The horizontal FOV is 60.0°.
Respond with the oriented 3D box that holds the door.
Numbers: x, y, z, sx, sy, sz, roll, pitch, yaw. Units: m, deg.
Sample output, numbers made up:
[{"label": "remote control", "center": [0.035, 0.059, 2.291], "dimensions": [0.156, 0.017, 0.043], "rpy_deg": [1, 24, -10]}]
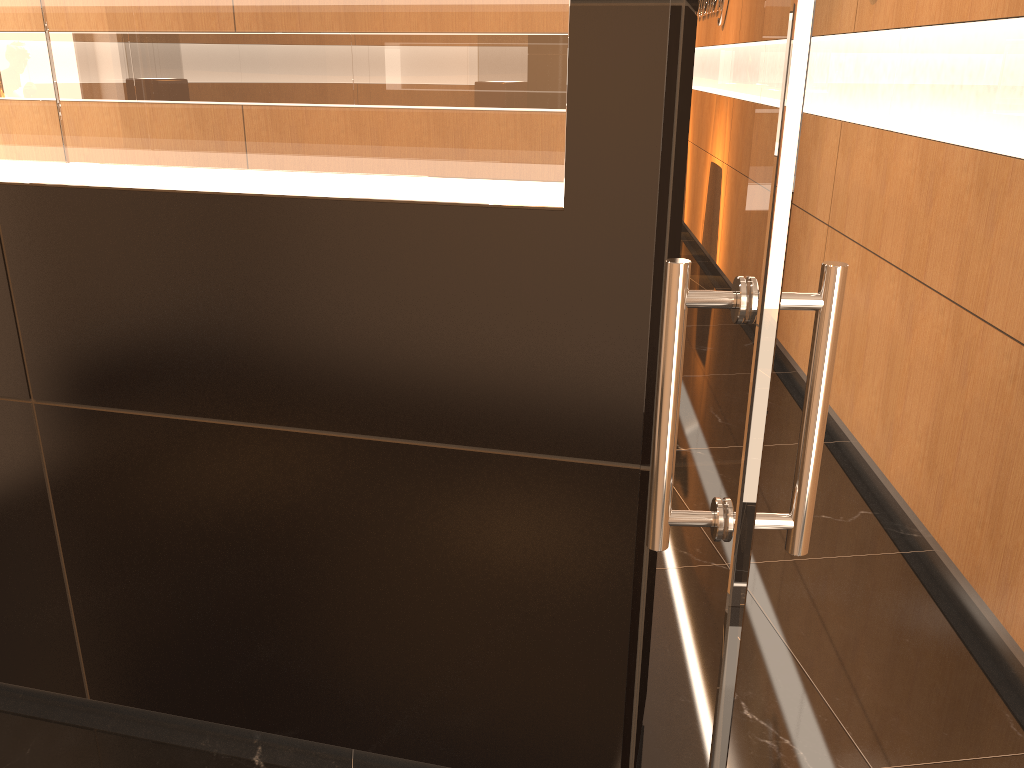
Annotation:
[{"label": "door", "center": [0.255, -0.070, 0.410], "dimensions": [0.098, 3.285, 2.473], "rpy_deg": [1, 20, 2]}]
